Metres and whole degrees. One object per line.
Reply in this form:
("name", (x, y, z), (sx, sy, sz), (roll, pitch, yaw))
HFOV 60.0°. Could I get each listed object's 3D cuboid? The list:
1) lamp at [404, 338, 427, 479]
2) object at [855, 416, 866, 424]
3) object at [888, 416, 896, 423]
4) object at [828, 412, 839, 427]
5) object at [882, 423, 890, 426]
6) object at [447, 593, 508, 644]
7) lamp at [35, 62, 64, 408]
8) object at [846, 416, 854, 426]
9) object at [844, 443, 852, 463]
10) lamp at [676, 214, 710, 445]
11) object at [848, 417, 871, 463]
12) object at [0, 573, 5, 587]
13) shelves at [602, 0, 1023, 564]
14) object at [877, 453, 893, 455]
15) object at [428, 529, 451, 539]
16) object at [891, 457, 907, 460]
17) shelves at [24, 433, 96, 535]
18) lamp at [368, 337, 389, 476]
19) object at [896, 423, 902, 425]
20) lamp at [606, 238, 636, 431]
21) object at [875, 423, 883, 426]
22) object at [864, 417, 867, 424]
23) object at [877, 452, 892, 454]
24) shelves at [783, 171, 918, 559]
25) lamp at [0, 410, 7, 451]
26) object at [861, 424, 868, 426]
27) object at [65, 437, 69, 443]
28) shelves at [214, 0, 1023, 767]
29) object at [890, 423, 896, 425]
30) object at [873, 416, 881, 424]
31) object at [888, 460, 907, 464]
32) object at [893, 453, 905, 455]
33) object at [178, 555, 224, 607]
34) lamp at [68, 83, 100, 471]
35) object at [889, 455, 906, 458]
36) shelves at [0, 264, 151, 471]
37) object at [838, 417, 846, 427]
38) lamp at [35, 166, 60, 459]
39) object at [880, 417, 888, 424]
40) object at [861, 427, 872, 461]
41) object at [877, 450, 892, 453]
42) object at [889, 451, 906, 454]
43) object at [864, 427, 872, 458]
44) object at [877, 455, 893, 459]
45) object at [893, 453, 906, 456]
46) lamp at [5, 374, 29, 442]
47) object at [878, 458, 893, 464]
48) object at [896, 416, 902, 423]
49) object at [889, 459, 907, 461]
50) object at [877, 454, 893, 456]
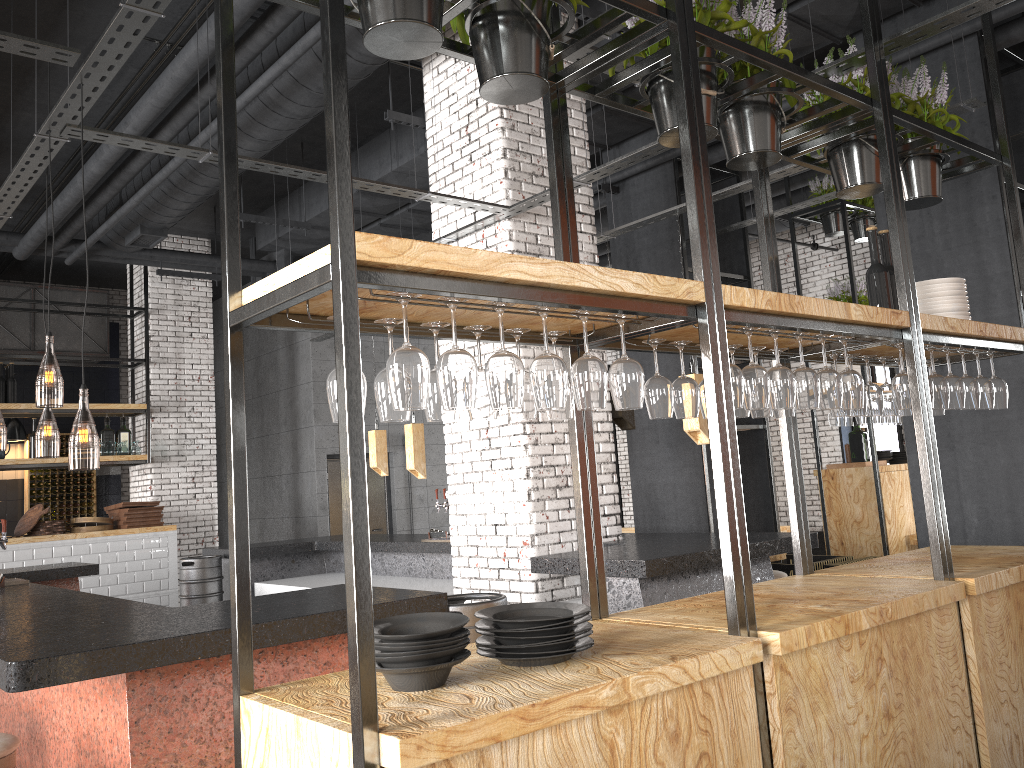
("lamp", (-0.924, 0.075, 8.207), (0.127, 1.611, 0.127), (2, -10, -40))
("object", (3.345, 0.248, 8.529), (0.101, 0.268, 0.100), (-4, -7, -3))
("object", (3.791, 0.259, 8.899), (0.101, 0.268, 0.100), (-4, -7, -3))
("object", (3.163, 0.286, 8.746), (0.101, 0.268, 0.100), (-4, -7, -3))
("object", (3.944, 0.304, 9.394), (0.101, 0.268, 0.100), (-4, -7, -3))
("object", (-0.171, 1.421, 3.687), (0.399, 1.038, 0.396), (-3, -7, -5))
("lamp", (-2.022, -0.695, 3.875), (0.108, 1.603, 0.108), (-3, -8, -8))
("object", (3.383, 0.291, 8.928), (0.101, 0.268, 0.100), (-4, -7, -3))
("object", (3.396, 0.718, 8.946), (0.056, 0.249, 0.056), (-11, -10, 42))
("lamp", (1.139, -0.380, 5.744), (0.127, 1.551, 0.127), (2, -10, -40))
("object", (3.360, 0.513, 8.606), (0.106, 0.555, 0.156), (2, -10, -41))
("object", (-3.266, 1.230, 5.541), (0.177, 0.091, 0.091), (-7, -8, 25))
("shelves", (1.638, -0.518, 8.236), (1.003, 4.378, 6.134), (2, -9, -40))
("object", (3.700, 0.737, 8.932), (0.257, 0.072, 0.256), (-7, -7, 22))
("object", (-0.605, 1.257, 7.447), (0.177, 0.091, 0.091), (-7, -8, 25))
("object", (3.985, 0.779, 9.137), (0.306, 0.044, 0.305), (1, -8, -39))
("shelves", (-6.463, 1.790, 12.697), (0.889, 2.154, 0.250), (2, -10, -40))
("lamp", (-1.340, 0.131, 8.704), (0.127, 1.551, 0.127), (2, -10, -40))
("object", (4.143, 0.308, 9.559), (0.101, 0.268, 0.100), (-4, -7, -3))
("lamp", (0.721, -0.371, 6.247), (0.127, 1.398, 0.127), (2, -10, -40))
("object", (3.836, 0.301, 9.305), (0.101, 0.268, 0.100), (-4, -7, -3))
("object", (3.451, 0.251, 8.617), (0.101, 0.268, 0.100), (-4, -7, -3))
("object", (3.699, 0.732, 8.933), (0.257, 0.072, 0.256), (1, -9, -40))
("shelves", (3.998, -0.240, 9.395), (2.332, 5.032, 0.688), (2, -10, -40))
("lamp", (-2.775, -0.440, 4.770), (0.108, 1.603, 0.108), (-3, -8, -8))
("object", (3.610, 0.296, 9.116), (0.101, 0.268, 0.100), (-4, -7, -3))
("object", (-6.403, 0.800, 12.821), (0.079, 0.079, 0.283), (2, -9, -40))
("shelves", (0.847, -0.715, 3.242), (3.658, 5.032, 0.688), (2, -10, -40))
("object", (4.045, 0.306, 9.477), (0.101, 0.268, 0.100), (-4, -7, -3))
("object", (3.565, 0.253, 8.711), (0.101, 0.268, 0.100), (-4, -7, -3))
("object", (3.987, 0.805, 9.134), (0.306, 0.035, 0.305), (-4, -6, -2))
("object", (3.981, 0.730, 9.145), (0.305, 0.049, 0.305), (-2, -7, -15))
("object", (-2.857, 2.119, 8.169), (0.399, 1.038, 0.396), (-3, -7, -5))
("lamp", (-1.658, -0.470, 3.427), (0.108, 1.603, 0.108), (-3, -8, -8))
("object", (3.984, 0.755, 9.140), (0.305, 0.042, 0.305), (-5, -7, 7))
("shelves", (-6.736, -0.602, 9.070), (5.675, 3.074, 0.596), (2, -9, -40))
("object", (3.269, 0.288, 8.834), (0.101, 0.268, 0.100), (-4, -7, -3))
("lamp", (-2.281, -0.370, 4.353), (0.108, 1.465, 0.108), (-7, -8, 21))
("object", (3.678, 0.256, 8.805), (0.101, 0.268, 0.100), (-4, -7, -3))
("object", (3.437, 0.609, 8.670), (0.070, 0.369, 0.107), (2, -10, -41))
("object", (3.699, 0.707, 8.937), (0.257, 0.076, 0.256), (-4, -7, -3))
("object", (3.980, 0.715, 9.147), (0.305, 0.040, 0.305), (-8, -8, 33))
("object", (3.487, 0.611, 8.712), (0.070, 0.369, 0.107), (2, -10, -41))
("object", (3.701, 0.762, 8.929), (0.257, 0.076, 0.256), (1, -9, -40))
("object", (3.982, 0.741, 9.143), (0.306, 0.037, 0.305), (1, -8, -39))
("lamp", (-6.983, 0.325, 12.405), (0.390, 0.940, 0.389), (2, -9, -37))
("object", (3.703, 0.785, 8.925), (0.257, 0.068, 0.256), (0, -8, -32))
("object", (3.905, 0.261, 8.993), (0.101, 0.268, 0.100), (-4, -7, -3))
("object", (3.986, 0.794, 9.134), (0.306, 0.041, 0.305), (-1, -7, -23))
("object", (3.701, 0.754, 8.930), (0.257, 0.075, 0.256), (-2, -7, -14))
